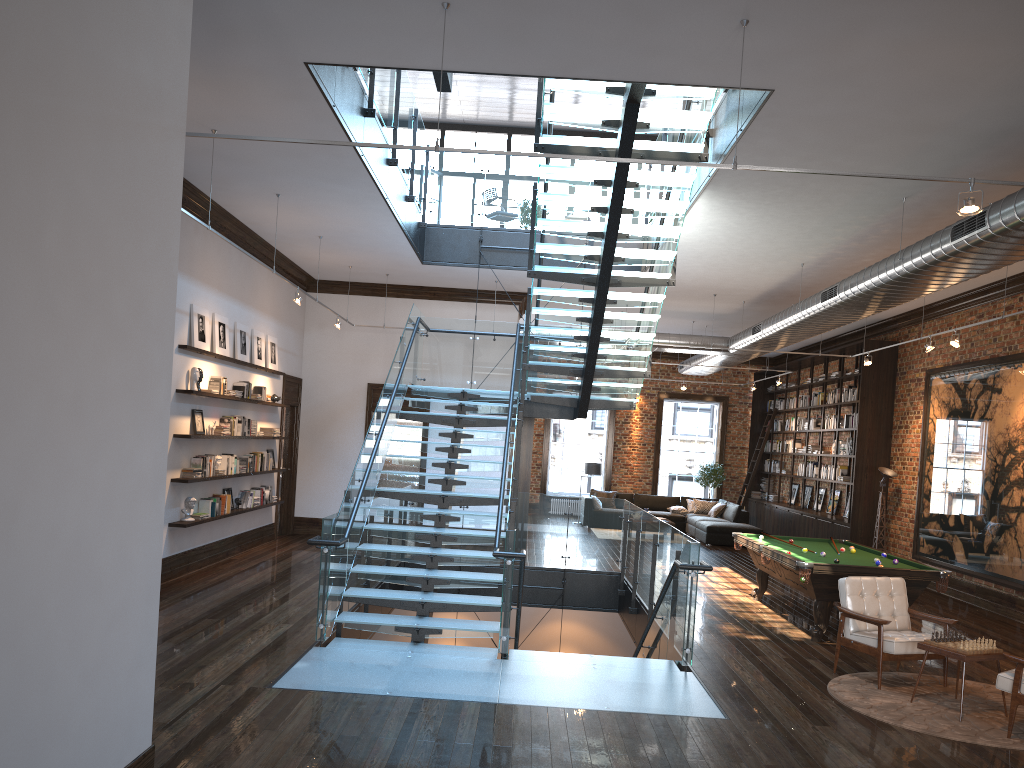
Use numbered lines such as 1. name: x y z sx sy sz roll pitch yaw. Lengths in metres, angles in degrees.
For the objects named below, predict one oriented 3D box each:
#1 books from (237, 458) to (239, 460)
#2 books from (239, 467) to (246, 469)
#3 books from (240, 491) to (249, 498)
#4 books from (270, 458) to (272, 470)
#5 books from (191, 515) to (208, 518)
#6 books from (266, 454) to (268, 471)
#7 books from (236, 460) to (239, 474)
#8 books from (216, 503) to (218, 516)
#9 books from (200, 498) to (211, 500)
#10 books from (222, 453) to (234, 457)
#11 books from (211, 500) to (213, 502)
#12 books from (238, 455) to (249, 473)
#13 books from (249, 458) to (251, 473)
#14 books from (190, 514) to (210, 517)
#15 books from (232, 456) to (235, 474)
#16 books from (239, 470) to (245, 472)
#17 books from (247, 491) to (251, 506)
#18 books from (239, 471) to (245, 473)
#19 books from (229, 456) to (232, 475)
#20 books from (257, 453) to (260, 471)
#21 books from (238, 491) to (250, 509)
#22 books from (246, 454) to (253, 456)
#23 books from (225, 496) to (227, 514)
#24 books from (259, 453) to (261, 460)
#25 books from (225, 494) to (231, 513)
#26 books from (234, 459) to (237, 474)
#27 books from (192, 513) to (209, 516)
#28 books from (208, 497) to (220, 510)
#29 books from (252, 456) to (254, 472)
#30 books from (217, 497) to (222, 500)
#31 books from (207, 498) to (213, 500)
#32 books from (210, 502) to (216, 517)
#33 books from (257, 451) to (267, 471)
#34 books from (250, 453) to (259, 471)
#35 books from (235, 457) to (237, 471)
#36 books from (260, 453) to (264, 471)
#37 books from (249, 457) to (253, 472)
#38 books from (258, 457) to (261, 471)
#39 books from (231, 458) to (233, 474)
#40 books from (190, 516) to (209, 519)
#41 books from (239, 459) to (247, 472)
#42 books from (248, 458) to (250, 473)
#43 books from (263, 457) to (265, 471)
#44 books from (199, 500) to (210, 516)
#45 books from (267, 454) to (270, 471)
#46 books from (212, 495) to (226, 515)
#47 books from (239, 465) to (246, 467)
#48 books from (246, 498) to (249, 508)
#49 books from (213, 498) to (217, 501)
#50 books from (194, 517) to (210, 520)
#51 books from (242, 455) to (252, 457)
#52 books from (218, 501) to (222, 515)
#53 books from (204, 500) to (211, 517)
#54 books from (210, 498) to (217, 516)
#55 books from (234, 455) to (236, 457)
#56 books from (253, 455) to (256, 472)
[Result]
1. books: -3.726 1.088 11.871 0.143 0.214 0.042 4 1 1
2. books: -3.722 1.137 12.050 0.141 0.011 0.288 4 -4 -3
3. books: -3.756 1.615 12.383 0.137 0.229 0.138 4 0 1
4. books: -3.685 1.198 13.306 0.156 0.186 0.051 4 1 1
5. books: -3.783 1.596 10.725 0.142 0.011 0.256 4 -4 -2
6. books: -3.695 1.148 13.094 0.169 0.254 0.035 4 1 1
7. books: -3.717 1.102 11.852 0.138 0.184 0.053 4 1 1
8. books: -3.751 1.562 11.059 0.167 0.168 0.029 4 1 1
9. books: -3.776 1.523 10.925 0.126 0.226 0.031 4 1 1
10. books: -3.718 1.045 11.593 0.157 0.266 0.011 4 1 1
11. books: -3.784 1.538 10.996 0.130 0.205 0.030 4 1 1
12. books: -3.718 1.106 12.259 0.142 0.229 0.014 4 1 1
13. books: -3.705 1.124 12.290 0.163 0.198 0.029 4 1 1
14. books: -3.780 1.586 10.725 0.141 0.011 0.288 3 -4 5
15. books: -3.712 1.060 11.582 0.170 0.235 0.012 4 1 1
16. books: -3.727 1.179 12.051 0.142 0.011 0.257 4 -4 -2
17. books: -3.752 1.613 12.395 0.146 0.234 0.142 4 0 1
18. books: -3.730 1.190 12.051 0.142 0.011 0.256 4 -4 -2
19. books: -3.726 1.053 11.518 0.153 0.239 0.010 4 1 1
20. books: -3.699 1.123 12.739 0.128 0.259 0.035 4 1 1
21. books: -3.750 1.615 12.344 0.141 0.224 0.136 4 0 1
22. books: -3.723 1.116 12.559 0.095 0.247 0.025 4 1 1
23. books: -3.761 1.555 11.464 0.147 0.233 0.036 4 1 1
24. books: -3.701 1.125 12.788 0.144 0.260 0.019 4 1 1
25. books: -3.744 1.555 11.521 0.168 0.243 0.026 4 1 1
26. books: -3.717 1.084 11.700 0.158 0.201 0.060 4 1 1
27. books: -3.785 1.574 10.725 0.142 0.011 0.255 4 -4 2
28. books: -3.764 1.540 11.173 0.140 0.226 0.060 4 1 1
29. books: -3.714 1.123 12.534 0.115 0.230 0.025 4 1 1
30. books: -3.768 1.548 11.271 0.136 0.222 0.021 4 1 1
31. books: -3.778 1.532 11.022 0.114 0.220 0.022 4 1 1
32. books: -3.751 1.548 10.955 0.167 0.184 0.029 4 1 1
33. books: -3.691 1.133 13.062 0.145 0.282 0.006 4 1 1
34. books: -3.703 1.121 12.713 0.128 0.259 0.035 4 1 1
35. books: -3.732 1.078 11.798 0.142 0.225 0.012 4 1 1
36. books: -3.688 1.131 12.852 0.161 0.259 0.019 4 1 1
37. books: -3.696 1.118 12.339 0.164 0.217 0.012 4 1 1
38. books: -3.705 1.151 12.772 0.159 0.205 0.015 4 1 1
39. books: -3.722 1.066 11.562 0.150 0.218 0.028 4 1 1
40. books: -3.787 1.607 10.726 0.142 0.011 0.255 4 -4 2
41. books: -3.729 1.130 12.228 0.128 0.176 0.050 4 1 1
42. books: -3.715 1.118 12.271 0.154 0.207 0.010 4 1 1
43. books: -3.686 1.157 12.907 0.166 0.214 0.027 4 1 1
44. books: -3.776 1.532 10.880 0.131 0.203 0.011 4 1 1
45. books: -3.681 1.156 13.138 0.169 0.247 0.013 4 1 1
46. books: -3.750 1.541 11.322 0.176 0.244 0.082 4 1 1
47. books: -3.723 1.115 12.049 0.142 0.011 0.257 3 -4 5
48. books: -3.749 1.653 12.342 0.136 0.155 0.104 4 0 1
49. books: -3.778 1.543 11.136 0.125 0.214 0.013 4 1 1
50. books: -3.784 1.618 10.726 0.141 0.011 0.287 3 -4 4
51. books: -3.711 1.114 12.383 0.133 0.229 0.025 4 1 1
52. books: -3.758 1.564 11.218 0.152 0.183 0.030 4 1 1
53. books: -3.770 1.530 10.898 0.132 0.210 0.024 4 1 1
54. books: -3.761 1.534 11.039 0.152 0.221 0.011 4 1 1
55. books: -3.739 1.065 11.810 0.124 0.249 0.010 4 1 1
56. books: -3.708 1.124 12.578 0.136 0.235 0.014 4 1 1
